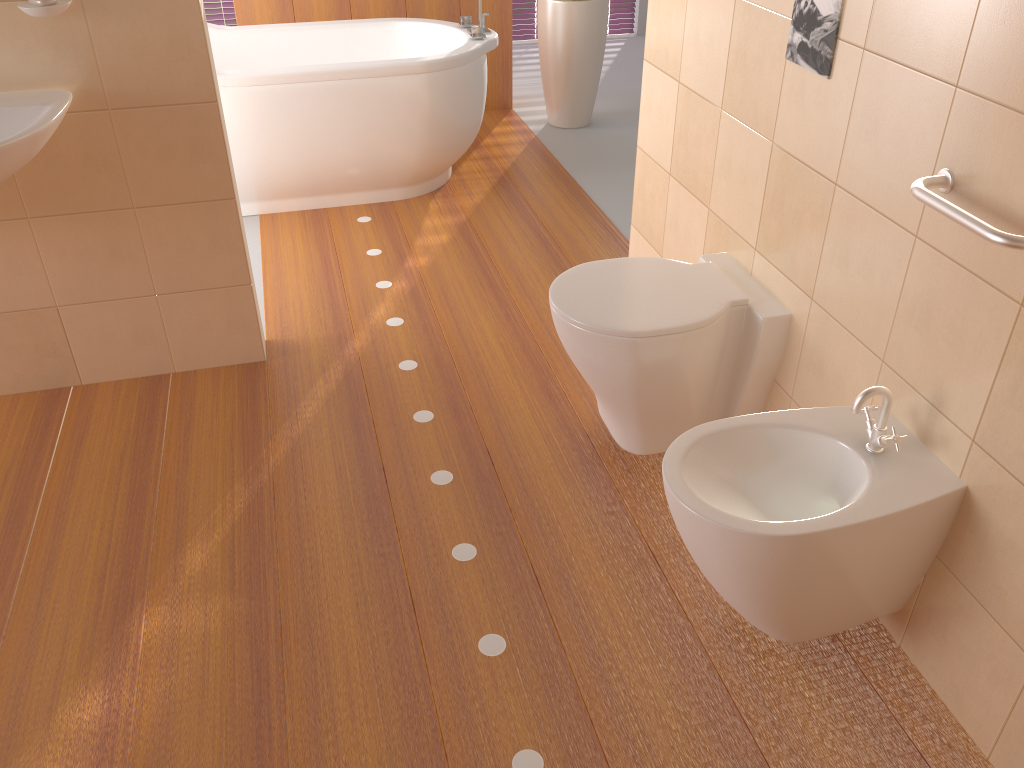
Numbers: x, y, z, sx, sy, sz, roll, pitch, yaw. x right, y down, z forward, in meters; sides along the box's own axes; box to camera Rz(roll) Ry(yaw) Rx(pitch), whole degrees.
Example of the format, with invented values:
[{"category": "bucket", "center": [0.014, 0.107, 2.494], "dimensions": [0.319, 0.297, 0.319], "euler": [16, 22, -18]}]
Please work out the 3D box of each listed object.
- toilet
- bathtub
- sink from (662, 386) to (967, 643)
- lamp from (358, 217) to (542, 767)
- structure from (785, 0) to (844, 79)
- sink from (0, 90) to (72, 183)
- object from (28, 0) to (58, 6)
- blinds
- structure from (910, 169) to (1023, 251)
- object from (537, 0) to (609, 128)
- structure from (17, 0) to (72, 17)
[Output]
[{"category": "toilet", "center": [0.353, -0.064, 2.247], "dimensions": [0.534, 0.400, 0.375], "euler": [-8, 35, -12]}, {"category": "bathtub", "center": [-0.970, -1.305, 3.806], "dimensions": [1.874, 0.900, 0.888], "euler": [-8, 35, -12]}, {"category": "sink", "center": [0.527, 0.242, 1.683], "dimensions": [0.515, 0.517, 0.335], "euler": [-8, 35, -12]}, {"category": "lamp", "center": [-1.767, 0.299, 2.211], "dimensions": [3.173, 0.001, 2.893], "euler": [-8, 35, -12]}, {"category": "structure", "center": [0.616, -0.776, 1.782], "dimensions": [0.005, 0.279, 0.170], "euler": [-8, 35, -12]}, {"category": "sink", "center": [-1.355, -0.505, 1.968], "dimensions": [0.683, 0.516, 0.539], "euler": [-8, 35, -12]}, {"category": "object", "center": [-1.093, -0.894, 2.066], "dimensions": [0.075, 0.023, 0.050], "euler": [25, 41, 33]}, {"category": "blinds", "center": [-1.402, -3.060, 5.393], "dimensions": [4.712, 2.022, 0.032], "euler": [-8, 35, -12]}, {"category": "structure", "center": [0.732, -0.273, 1.405], "dimensions": [0.091, 0.042, 0.295], "euler": [-8, 35, -12]}, {"category": "object", "center": [0.401, -2.035, 4.303], "dimensions": [0.683, 1.557, 1.335], "euler": [10, 35, 15]}, {"category": "structure", "center": [-1.094, -0.875, 2.077], "dimensions": [0.117, 0.029, 0.092], "euler": [-8, 35, -12]}]
